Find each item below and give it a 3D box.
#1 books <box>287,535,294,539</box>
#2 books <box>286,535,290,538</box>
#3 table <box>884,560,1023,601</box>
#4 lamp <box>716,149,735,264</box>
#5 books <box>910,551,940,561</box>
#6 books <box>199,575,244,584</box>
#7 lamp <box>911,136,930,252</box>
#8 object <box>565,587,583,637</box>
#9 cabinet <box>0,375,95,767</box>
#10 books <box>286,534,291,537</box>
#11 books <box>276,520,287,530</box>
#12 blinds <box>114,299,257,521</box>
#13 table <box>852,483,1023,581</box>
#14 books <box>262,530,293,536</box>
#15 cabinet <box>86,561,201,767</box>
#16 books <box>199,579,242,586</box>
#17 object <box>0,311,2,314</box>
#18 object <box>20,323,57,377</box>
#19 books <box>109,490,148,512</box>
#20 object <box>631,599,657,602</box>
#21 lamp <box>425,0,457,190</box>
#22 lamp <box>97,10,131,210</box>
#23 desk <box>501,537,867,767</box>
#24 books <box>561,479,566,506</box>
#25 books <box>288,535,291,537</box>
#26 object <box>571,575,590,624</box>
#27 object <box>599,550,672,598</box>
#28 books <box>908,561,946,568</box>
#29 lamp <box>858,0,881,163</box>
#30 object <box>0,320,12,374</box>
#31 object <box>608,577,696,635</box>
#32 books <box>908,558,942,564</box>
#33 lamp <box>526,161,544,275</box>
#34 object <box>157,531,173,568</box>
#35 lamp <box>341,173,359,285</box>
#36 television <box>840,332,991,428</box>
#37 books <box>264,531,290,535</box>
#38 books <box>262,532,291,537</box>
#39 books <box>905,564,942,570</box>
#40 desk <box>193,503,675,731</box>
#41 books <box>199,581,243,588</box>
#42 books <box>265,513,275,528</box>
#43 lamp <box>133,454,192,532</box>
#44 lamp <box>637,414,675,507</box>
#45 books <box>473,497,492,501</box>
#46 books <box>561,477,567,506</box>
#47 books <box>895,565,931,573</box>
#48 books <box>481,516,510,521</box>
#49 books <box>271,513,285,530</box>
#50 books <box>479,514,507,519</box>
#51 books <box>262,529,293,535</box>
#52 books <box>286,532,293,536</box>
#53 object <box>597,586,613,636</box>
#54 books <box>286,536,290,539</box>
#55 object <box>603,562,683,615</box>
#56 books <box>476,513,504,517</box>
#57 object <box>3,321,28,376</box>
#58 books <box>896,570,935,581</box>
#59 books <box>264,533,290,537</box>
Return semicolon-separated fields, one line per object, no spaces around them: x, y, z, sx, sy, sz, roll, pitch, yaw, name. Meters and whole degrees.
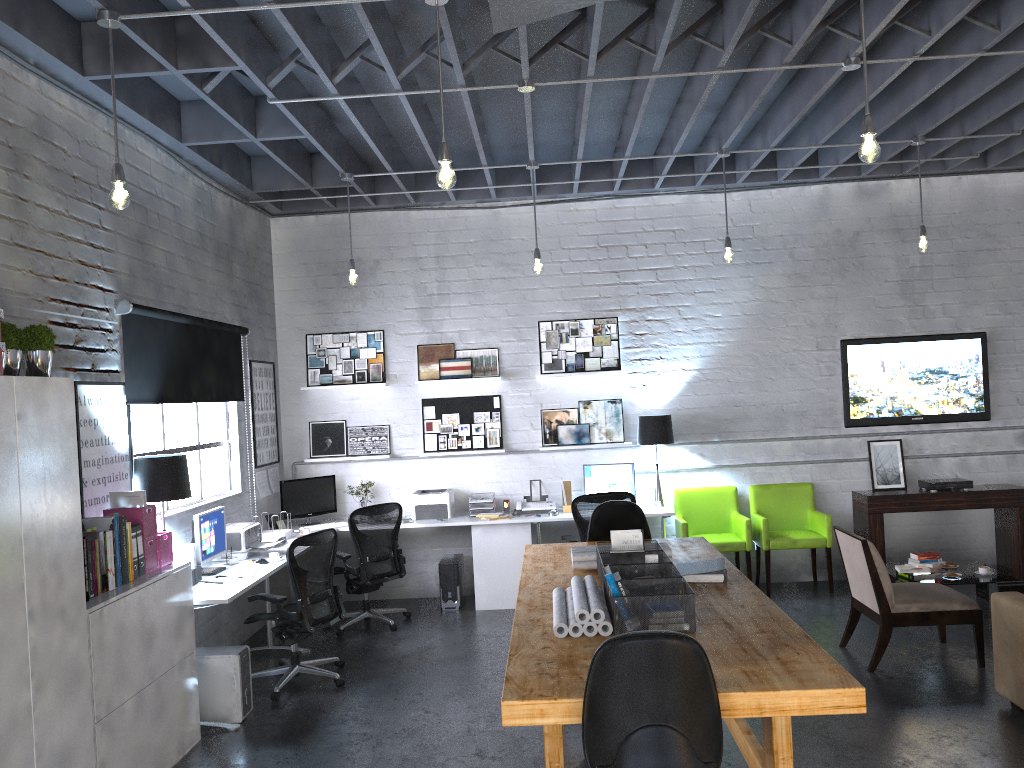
-1.980;1.273;7.318;0.297;0.006;0.210;-3;-1;3;books
-1.987;1.258;7.316;0.297;0.006;0.210;-3;-1;0;books
3.401;1.629;6.988;0.873;0.300;0.873;-3;-1;6;table
1.662;-1.373;6.887;0.104;0.878;0.104;-3;0;2;lamp
3.324;1.383;7.136;0.185;0.041;0.129;-3;-1;-3;books
-1.812;1.221;5.529;0.212;0.010;0.170;-3;-1;29;books
3.147;-1.452;6.825;0.104;0.878;0.104;-3;0;-44;lamp
0.259;0.951;3.732;0.058;0.057;0.635;-3;-1;2;object
-2.027;0.998;3.454;0.291;2.047;0.873;-3;0;2;cabinet
-1.987;1.253;7.321;0.297;0.006;0.210;-3;-1;2;books
-1.988;1.216;7.641;0.037;0.076;0.102;-3;0;17;books
-2.227;0.319;6.322;0.100;1.632;2.119;-3;0;2;blinds
3.854;1.356;7.963;1.410;0.820;0.403;-3;0;2;table
-1.987;1.232;7.316;0.297;0.006;0.210;-3;-1;4;books
-2.055;1.525;4.497;0.465;1.021;1.151;-3;0;2;cabinet
-1.816;1.232;5.525;0.209;0.012;0.158;-3;-1;25;books
-1.964;-0.274;3.409;0.002;0.011;0.012;-3;0;2;object
-2.046;-0.142;3.814;0.169;0.240;0.171;-3;0;1;object
-2.058;0.706;4.775;0.192;0.267;0.060;-3;0;2;books
0.560;0.921;3.840;0.234;0.022;0.185;-3;-1;-5;object
-0.314;-1.304;3.939;0.104;0.878;0.104;-3;0;2;lamp
-1.793;-1.225;4.001;0.104;0.878;0.104;-3;0;2;lamp
0.604;1.429;4.139;1.115;0.926;2.832;-3;-1;2;desk
0.472;1.009;8.096;0.036;0.296;0.210;-3;0;2;books
-1.988;1.263;7.317;0.297;0.006;0.210;-3;-1;2;books
0.285;0.900;3.731;0.057;0.057;0.635;-3;-1;2;object
0.576;0.889;4.150;0.316;0.156;0.306;-3;0;2;object
3.338;1.440;7.140;0.161;0.026;0.223;-3;-1;-28;books
1.537;-1.401;3.861;0.104;0.878;0.104;-3;0;2;lamp
-2.077;-0.143;3.518;0.169;0.240;0.171;-3;0;31;object
0.551;0.883;3.535;0.316;0.156;0.306;-3;0;2;object
3.327;1.416;7.144;0.208;0.024;0.144;-3;-1;-13;books
0.182;-1.295;6.949;0.104;0.878;0.104;-3;0;2;lamp
-2.041;0.930;4.972;0.214;0.177;0.161;-3;0;3;object
-1.279;-1.218;7.010;0.104;0.878;0.104;-3;0;2;lamp
3.694;-0.036;8.123;1.324;0.816;0.021;-3;0;2;television
-1.989;1.227;7.316;0.297;0.006;0.210;-3;-1;2;books
-1.988;1.237;7.316;0.297;0.006;0.210;-3;-1;2;books
3.313;1.469;7.146;0.223;0.032;0.161;-3;-1;-18;books
-0.404;1.582;6.693;3.575;0.785;3.298;-3;-1;2;desk
-1.812;1.243;5.523;0.213;0.012;0.158;-3;-1;27;books
-2.077;1.182;7.673;0.052;0.109;0.133;-3;0;17;books
-2.076;0.844;5.287;0.333;0.832;0.333;-3;0;-36;lamp
1.313;0.698;8.035;0.333;0.832;0.333;-3;0;-36;lamp
-0.275;1.060;8.160;0.134;0.008;0.203;-3;-1;-14;books
0.481;1.008;8.100;0.043;0.296;0.210;-3;0;2;books
3.104;1.434;6.869;0.223;0.027;0.161;-3;-1;12;books
-0.150;1.181;7.839;0.211;0.014;0.148;-3;-1;-33;books
-2.013;1.186;7.639;0.017;0.121;0.184;-3;0;17;books
-0.168;1.168;7.828;0.211;0.014;0.148;-3;-1;-23;books
-1.989;1.222;7.320;0.297;0.006;0.210;-3;-1;3;books
-1.987;1.248;7.321;0.297;0.006;0.210;-3;-1;2;books
0.372;0.945;3.728;0.058;0.057;0.635;-3;-1;2;object
-1.988;1.269;7.317;0.297;0.006;0.210;-3;-1;2;books
0.563;0.886;3.842;0.316;0.156;0.306;-3;0;2;object
-0.195;1.155;7.826;0.211;0.014;0.148;-3;-1;17;books
-2.098;-0.140;3.667;0.171;0.240;0.169;-3;0;41;object
3.113;1.470;6.847;0.174;0.045;0.240;-3;-1;-8;books
-1.991;1.243;7.316;0.297;0.006;0.210;-3;-1;1;books
